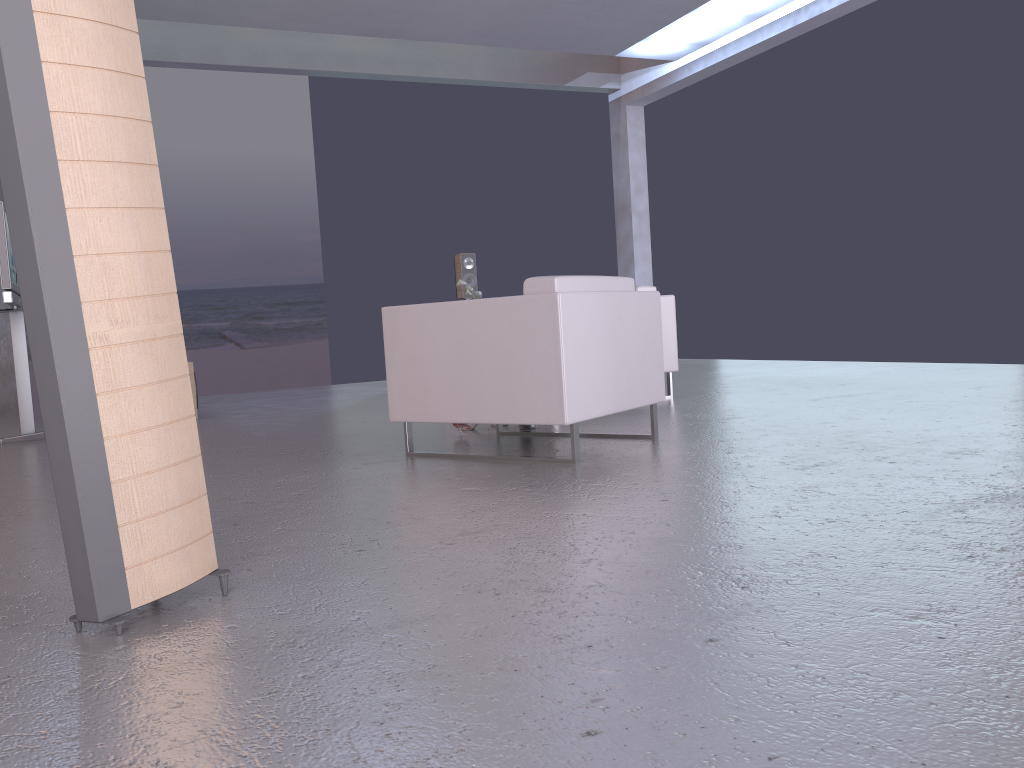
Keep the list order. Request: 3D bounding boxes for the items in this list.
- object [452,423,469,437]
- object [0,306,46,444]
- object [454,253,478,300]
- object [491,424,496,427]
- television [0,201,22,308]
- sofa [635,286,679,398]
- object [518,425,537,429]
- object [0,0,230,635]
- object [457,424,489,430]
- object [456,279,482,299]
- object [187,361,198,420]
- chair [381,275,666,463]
[{"bbox_3d":[-0.293,0.172,4.942,0.091,0.233,0.091,-3,4,3],"label":"object"},{"bbox_3d":[-3.403,-0.081,6.155,0.360,0.958,0.818,-5,4,-24],"label":"object"},{"bbox_3d":[-0.472,-0.690,9.429,0.243,1.363,0.333,-5,4,-18],"label":"object"},{"bbox_3d":[-0.041,0.208,5.252,0.235,0.087,0.079,0,5,43],"label":"object"},{"bbox_3d":[-3.448,-0.857,6.101,0.054,0.644,1.000,-5,4,-24],"label":"television"},{"bbox_3d":[0.228,-0.308,7.174,1.026,0.824,2.353,-5,4,-24],"label":"sofa"},{"bbox_3d":[0.077,0.038,5.064,0.109,0.435,0.109,-3,4,3],"label":"object"},{"bbox_3d":[-0.901,-0.210,1.909,0.244,1.473,0.444,-2,4,21],"label":"object"},{"bbox_3d":[-0.222,0.224,5.179,0.235,0.087,0.079,-1,5,33],"label":"object"},{"bbox_3d":[-0.283,-0.486,8.547,0.387,1.051,0.400,-3,4,13],"label":"object"},{"bbox_3d":[-2.848,0.071,7.098,0.604,0.459,0.514,-5,4,-24],"label":"object"},{"bbox_3d":[0.065,-0.094,4.301,1.026,0.808,0.936,-1,5,36],"label":"chair"}]
